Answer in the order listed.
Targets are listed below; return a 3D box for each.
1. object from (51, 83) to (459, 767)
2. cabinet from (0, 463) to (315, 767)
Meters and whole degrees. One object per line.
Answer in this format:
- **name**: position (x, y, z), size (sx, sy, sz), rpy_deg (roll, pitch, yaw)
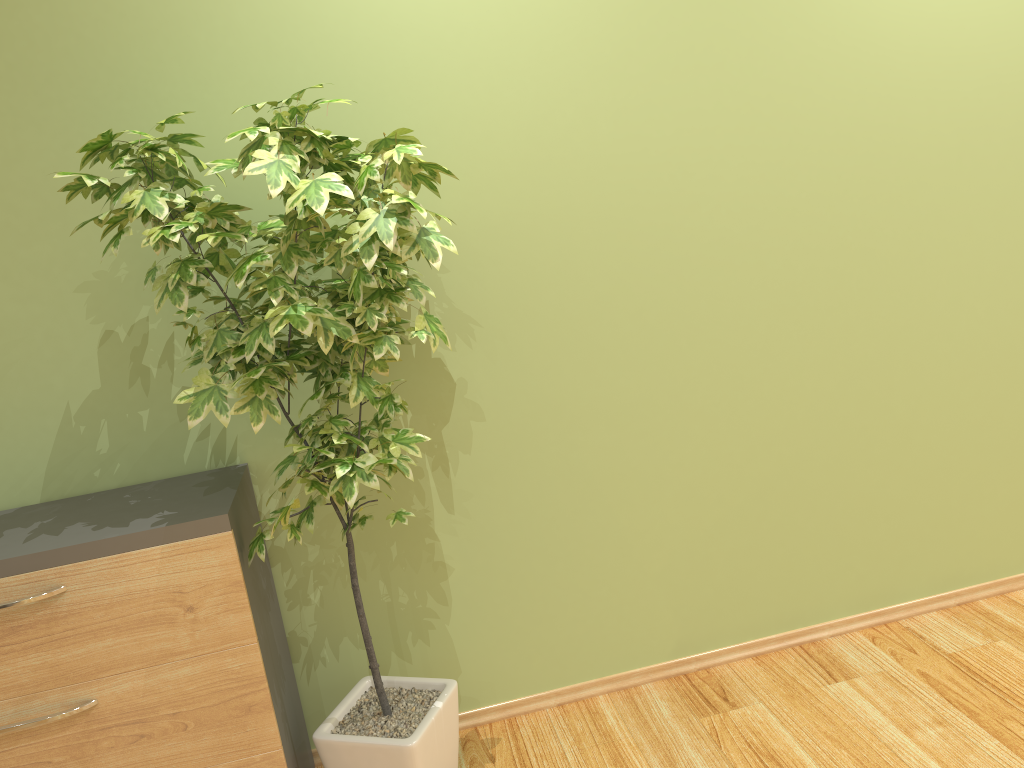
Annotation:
- **object**: position (-0.452, 0.260, 2.202), size (0.916, 1.905, 0.649), rpy_deg (-13, 12, -21)
- **cabinet**: position (-1.166, 0.835, 2.267), size (1.115, 0.966, 0.501), rpy_deg (-11, 12, -9)
